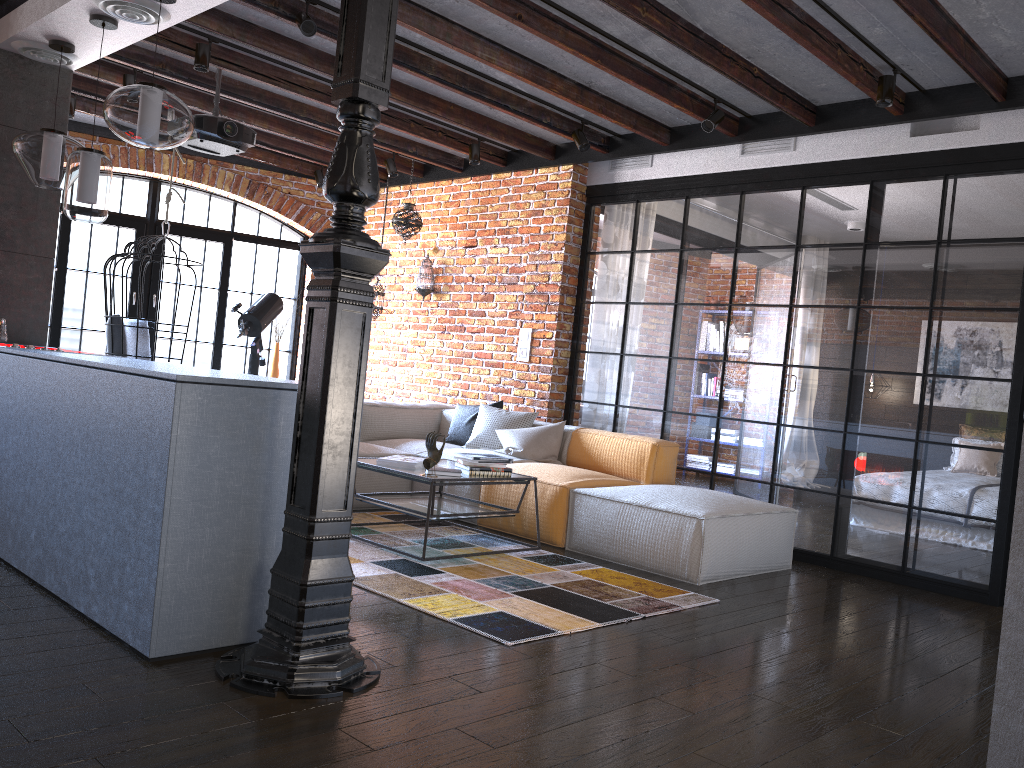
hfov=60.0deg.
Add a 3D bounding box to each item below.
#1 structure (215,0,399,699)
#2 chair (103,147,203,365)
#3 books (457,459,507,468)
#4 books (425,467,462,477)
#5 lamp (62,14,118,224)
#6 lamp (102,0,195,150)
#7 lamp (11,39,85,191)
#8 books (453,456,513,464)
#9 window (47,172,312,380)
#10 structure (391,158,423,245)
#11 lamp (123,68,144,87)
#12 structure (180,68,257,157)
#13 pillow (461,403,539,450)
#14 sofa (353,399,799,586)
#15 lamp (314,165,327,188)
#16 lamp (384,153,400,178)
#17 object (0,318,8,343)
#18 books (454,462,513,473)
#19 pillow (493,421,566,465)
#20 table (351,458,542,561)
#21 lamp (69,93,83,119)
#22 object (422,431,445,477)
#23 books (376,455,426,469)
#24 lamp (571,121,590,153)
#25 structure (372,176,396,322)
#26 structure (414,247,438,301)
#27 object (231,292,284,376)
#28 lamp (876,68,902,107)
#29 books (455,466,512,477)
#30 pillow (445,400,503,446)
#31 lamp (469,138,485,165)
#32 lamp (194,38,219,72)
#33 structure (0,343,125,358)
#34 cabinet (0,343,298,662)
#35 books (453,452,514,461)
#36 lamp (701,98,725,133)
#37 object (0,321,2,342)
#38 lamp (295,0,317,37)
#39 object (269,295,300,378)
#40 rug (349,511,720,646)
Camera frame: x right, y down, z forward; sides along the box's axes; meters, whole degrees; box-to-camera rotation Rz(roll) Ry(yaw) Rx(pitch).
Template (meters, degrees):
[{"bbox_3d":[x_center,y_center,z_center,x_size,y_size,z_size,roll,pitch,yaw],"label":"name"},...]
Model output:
[{"bbox_3d":[1.170,-0.184,6.279,0.481,2.394,8.516,6,0,25],"label":"structure"},{"bbox_3d":[-2.673,-1.004,6.671,0.682,2.220,0.802,6,1,-1],"label":"chair"},{"bbox_3d":[-0.163,0.424,4.780,0.239,0.023,0.190,6,0,-11],"label":"books"},{"bbox_3d":[-0.350,0.447,4.538,0.182,0.029,0.129,6,0,-9],"label":"books"},{"bbox_3d":[-1.967,-1.239,4.176,0.195,0.955,0.197,6,1,-16],"label":"lamp"},{"bbox_3d":[-1.525,-1.337,3.777,0.364,0.665,0.364,6,1,27],"label":"lamp"},{"bbox_3d":[-2.364,-1.386,4.589,0.367,0.747,0.367,6,1,7],"label":"lamp"},{"bbox_3d":[-0.154,0.407,4.761,0.196,0.014,0.268,6,0,43],"label":"books"},{"bbox_3d":[-3.368,-0.945,8.150,3.294,2.233,0.177,6,1,-28],"label":"window"},{"bbox_3d":[-0.857,-1.549,7.421,0.265,0.779,0.273,6,1,-7],"label":"structure"},{"bbox_3d":[-2.515,-1.987,5.863,0.116,0.188,0.083,6,1,7],"label":"lamp"},{"bbox_3d":[-1.841,-1.872,5.537,0.463,0.816,0.409,6,1,44],"label":"structure"},{"bbox_3d":[-0.093,0.330,6.313,0.495,0.354,0.293,6,1,30],"label":"pillow"},{"bbox_3d":[-0.320,0.543,5.408,3.299,0.697,2.537,6,0,44],"label":"sofa"},{"bbox_3d":[-1.765,-1.912,8.162,0.134,0.208,0.093,6,1,20],"label":"lamp"},{"bbox_3d":[-1.008,-1.830,7.423,0.133,0.208,0.090,6,1,11],"label":"lamp"},{"bbox_3d":[-2.766,-0.291,4.803,0.069,0.135,0.069,6,1,24],"label":"object"},{"bbox_3d":[-0.155,0.446,4.759,0.251,0.023,0.209,6,0,-27],"label":"books"},{"bbox_3d":[0.121,0.383,6.009,0.485,0.314,0.358,6,0,-3],"label":"pillow"},{"bbox_3d":[-0.414,0.646,4.809,0.848,0.389,0.842,6,0,44],"label":"table"},{"bbox_3d":[-3.276,-2.071,6.600,0.082,0.184,0.121,6,1,37],"label":"lamp"},{"bbox_3d":[-0.387,0.346,4.401,0.099,0.223,0.093,6,1,-6],"label":"object"},{"bbox_3d":[-0.573,0.421,4.805,0.225,0.038,0.309,6,0,14],"label":"books"},{"bbox_3d":[0.473,-1.670,6.000,0.094,0.210,0.150,5,1,-44],"label":"lamp"},{"bbox_3d":[-1.136,-1.244,7.760,0.338,1.437,0.389,6,1,45],"label":"structure"},{"bbox_3d":[-0.737,-0.954,7.620,0.169,0.482,0.169,6,1,44],"label":"structure"},{"bbox_3d":[-2.289,-0.083,7.585,0.570,1.471,0.616,6,1,-20],"label":"object"},{"bbox_3d":[1.939,-1.525,4.557,0.114,0.184,0.082,6,1,9],"label":"lamp"},{"bbox_3d":[-0.159,0.469,4.759,0.247,0.024,0.209,6,0,-27],"label":"books"},{"bbox_3d":[-0.296,0.293,6.588,0.510,0.400,0.263,6,1,38],"label":"pillow"},{"bbox_3d":[-0.276,-1.759,6.710,0.113,0.194,0.085,6,1,15],"label":"lamp"},{"bbox_3d":[-1.779,-1.910,5.148,0.082,0.184,0.119,6,1,40],"label":"lamp"},{"bbox_3d":[-2.248,-0.158,4.214,0.763,0.057,0.504,6,0,44],"label":"structure"},{"bbox_3d":[-1.856,0.299,3.806,2.959,0.844,0.607,6,1,44],"label":"cabinet"},{"bbox_3d":[-0.153,0.391,4.761,0.268,0.014,0.196,6,0,-35],"label":"books"},{"bbox_3d":[1.199,-1.593,5.278,0.082,0.207,0.159,6,1,44],"label":"lamp"},{"bbox_3d":[-2.754,-0.318,4.742,0.058,0.192,0.081,6,1,-5],"label":"object"},{"bbox_3d":[-1.019,-1.820,4.421,0.092,0.201,0.162,6,1,-29],"label":"lamp"},{"bbox_3d":[-2.191,-0.388,8.492,0.270,1.054,0.299,6,1,-25],"label":"object"},{"bbox_3d":[-0.364,0.864,4.408,2.363,0.013,1.432,6,0,44],"label":"rug"}]
